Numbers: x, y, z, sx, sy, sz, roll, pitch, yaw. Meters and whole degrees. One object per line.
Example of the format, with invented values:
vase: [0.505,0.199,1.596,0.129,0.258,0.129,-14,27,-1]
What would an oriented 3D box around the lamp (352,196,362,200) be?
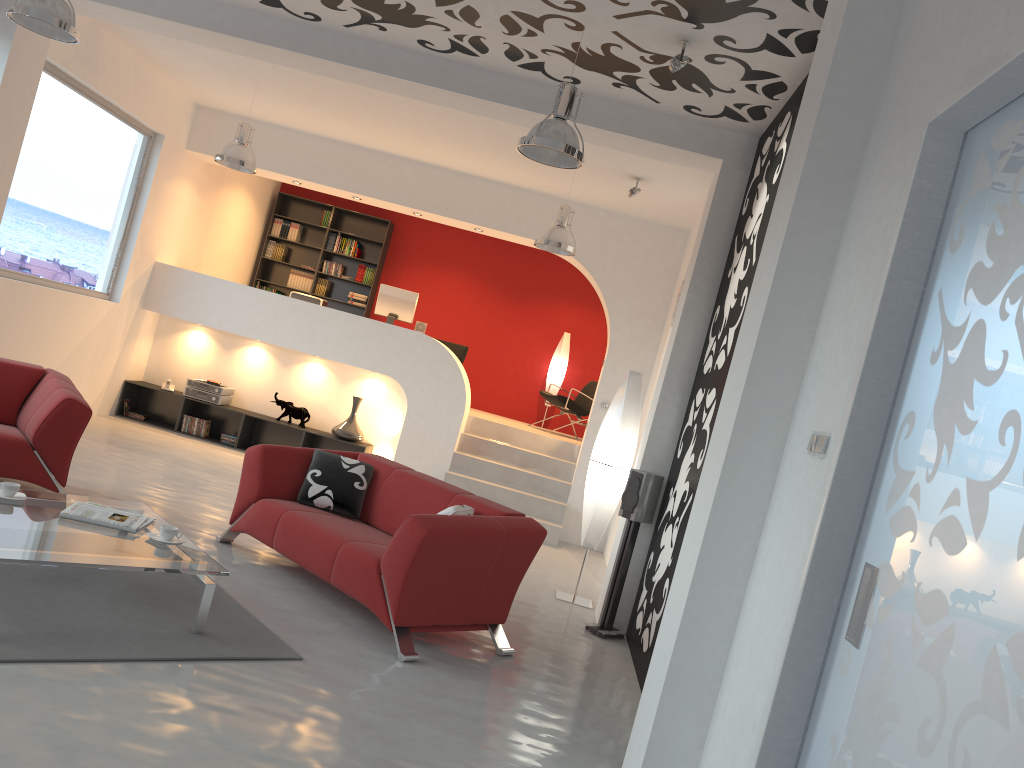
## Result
lamp: [-1.714,-2.052,9.800,0.105,0.011,0.105,15,0,-8]

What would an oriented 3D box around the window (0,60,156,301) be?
window: [-4.033,-1.762,7.972,0.100,1.800,2.400,15,0,3]

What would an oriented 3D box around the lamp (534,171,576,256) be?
lamp: [0.481,-1.581,7.907,0.379,0.800,0.379,15,0,-25]

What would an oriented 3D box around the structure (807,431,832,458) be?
structure: [0.975,0.190,2.826,0.016,0.080,0.170,15,0,3]

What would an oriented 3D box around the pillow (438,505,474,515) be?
pillow: [-0.409,0.814,4.901,0.288,0.343,0.402,15,0,11]

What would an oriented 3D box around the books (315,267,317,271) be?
books: [-2.716,-1.666,12.498,0.063,0.187,0.135,15,0,3]

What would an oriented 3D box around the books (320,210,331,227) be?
books: [-2.590,-2.299,12.495,0.146,0.240,0.170,15,0,3]

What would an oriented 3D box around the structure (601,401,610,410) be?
structure: [0.983,0.225,9.343,0.080,0.080,0.016,15,0,3]

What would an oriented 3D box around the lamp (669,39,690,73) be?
lamp: [0.927,-1.794,4.870,0.118,0.176,0.112,15,0,-44]

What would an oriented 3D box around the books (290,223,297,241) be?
books: [-3.057,-2.124,12.507,0.040,0.260,0.200,15,0,3]

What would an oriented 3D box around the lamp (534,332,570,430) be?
lamp: [0.585,-0.049,12.183,0.237,1.349,0.237,15,0,12]

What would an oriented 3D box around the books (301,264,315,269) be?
books: [-2.869,-1.649,12.506,0.190,0.015,0.135,15,0,3]

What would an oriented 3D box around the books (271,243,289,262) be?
books: [-3.278,-1.846,12.525,0.146,0.240,0.170,15,0,3]

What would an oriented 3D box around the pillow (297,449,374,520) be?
pillow: [-1.105,0.629,5.591,0.402,0.343,0.288,15,0,-4]

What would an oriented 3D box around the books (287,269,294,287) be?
books: [-3.095,-1.479,12.496,0.040,0.260,0.200,15,0,3]

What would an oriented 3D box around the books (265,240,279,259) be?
books: [-3.392,-1.885,12.533,0.090,0.256,0.181,15,0,3]

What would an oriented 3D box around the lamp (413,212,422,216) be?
lamp: [-1.039,-1.869,9.758,0.105,0.011,0.105,15,0,-8]

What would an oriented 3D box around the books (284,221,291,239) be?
books: [-3.136,-2.145,12.511,0.040,0.260,0.200,15,0,3]

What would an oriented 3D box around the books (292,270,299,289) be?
books: [-3.017,-1.458,12.491,0.040,0.260,0.200,15,0,3]

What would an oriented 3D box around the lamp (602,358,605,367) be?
lamp: [0.995,-0.236,9.610,0.011,0.105,0.105,15,0,3]

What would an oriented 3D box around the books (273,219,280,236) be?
books: [-3.292,-2.188,12.521,0.040,0.260,0.200,15,0,3]

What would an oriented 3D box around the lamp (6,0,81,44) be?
lamp: [-2.588,-2.426,5.092,0.379,0.800,0.379,15,0,32]

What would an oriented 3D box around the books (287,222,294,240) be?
books: [-3.096,-2.135,12.509,0.040,0.260,0.200,15,0,3]

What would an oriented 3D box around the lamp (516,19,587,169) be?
lamp: [0.312,-1.642,4.912,0.379,0.800,0.379,15,0,-4]

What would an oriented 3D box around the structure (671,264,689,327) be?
structure: [1.508,-0.776,7.823,0.090,0.596,0.596,15,0,3]

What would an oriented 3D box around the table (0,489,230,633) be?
table: [-2.061,0.773,4.025,1.097,0.286,1.162,15,0,-42]

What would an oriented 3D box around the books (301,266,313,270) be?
books: [-2.866,-1.618,12.505,0.190,0.015,0.135,15,0,3]

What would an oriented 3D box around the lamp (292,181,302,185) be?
lamp: [-2.388,-2.234,9.842,0.105,0.011,0.105,15,0,-8]

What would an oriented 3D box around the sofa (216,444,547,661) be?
sofa: [-0.817,0.889,5.254,1.929,0.738,0.951,15,0,43]

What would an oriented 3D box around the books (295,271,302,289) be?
books: [-2.979,-1.448,12.488,0.040,0.260,0.200,15,0,3]

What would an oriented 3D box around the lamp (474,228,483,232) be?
lamp: [-0.365,-1.687,9.717,0.105,0.011,0.105,15,0,-8]

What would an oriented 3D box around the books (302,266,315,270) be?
books: [-2.855,-1.630,12.505,0.190,0.015,0.135,15,0,3]

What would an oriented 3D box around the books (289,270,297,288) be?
books: [-3.056,-1.469,12.493,0.040,0.260,0.200,15,0,3]

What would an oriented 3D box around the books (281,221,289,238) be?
books: [-3.175,-2.156,12.514,0.040,0.260,0.200,15,0,3]

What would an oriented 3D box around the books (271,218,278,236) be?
books: [-3.331,-2.198,12.524,0.040,0.260,0.200,15,0,3]

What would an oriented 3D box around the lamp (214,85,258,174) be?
lamp: [-2.418,-2.365,8.087,0.379,0.800,0.379,15,0,-25]

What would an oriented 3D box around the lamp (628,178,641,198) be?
lamp: [1.096,-1.733,7.864,0.118,0.176,0.112,15,0,-44]

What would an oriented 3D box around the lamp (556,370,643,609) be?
lamp: [0.698,0.767,6.680,0.313,1.779,0.313,15,0,12]

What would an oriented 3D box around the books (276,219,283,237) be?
books: [-3.253,-2.177,12.519,0.040,0.260,0.200,15,0,3]

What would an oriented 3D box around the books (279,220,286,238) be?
books: [-3.214,-2.167,12.516,0.040,0.260,0.200,15,0,3]

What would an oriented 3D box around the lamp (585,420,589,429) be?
lamp: [0.812,0.439,9.607,0.011,0.105,0.105,15,0,3]

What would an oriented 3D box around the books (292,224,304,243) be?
books: [-3.018,-2.114,12.504,0.040,0.260,0.200,15,0,3]
